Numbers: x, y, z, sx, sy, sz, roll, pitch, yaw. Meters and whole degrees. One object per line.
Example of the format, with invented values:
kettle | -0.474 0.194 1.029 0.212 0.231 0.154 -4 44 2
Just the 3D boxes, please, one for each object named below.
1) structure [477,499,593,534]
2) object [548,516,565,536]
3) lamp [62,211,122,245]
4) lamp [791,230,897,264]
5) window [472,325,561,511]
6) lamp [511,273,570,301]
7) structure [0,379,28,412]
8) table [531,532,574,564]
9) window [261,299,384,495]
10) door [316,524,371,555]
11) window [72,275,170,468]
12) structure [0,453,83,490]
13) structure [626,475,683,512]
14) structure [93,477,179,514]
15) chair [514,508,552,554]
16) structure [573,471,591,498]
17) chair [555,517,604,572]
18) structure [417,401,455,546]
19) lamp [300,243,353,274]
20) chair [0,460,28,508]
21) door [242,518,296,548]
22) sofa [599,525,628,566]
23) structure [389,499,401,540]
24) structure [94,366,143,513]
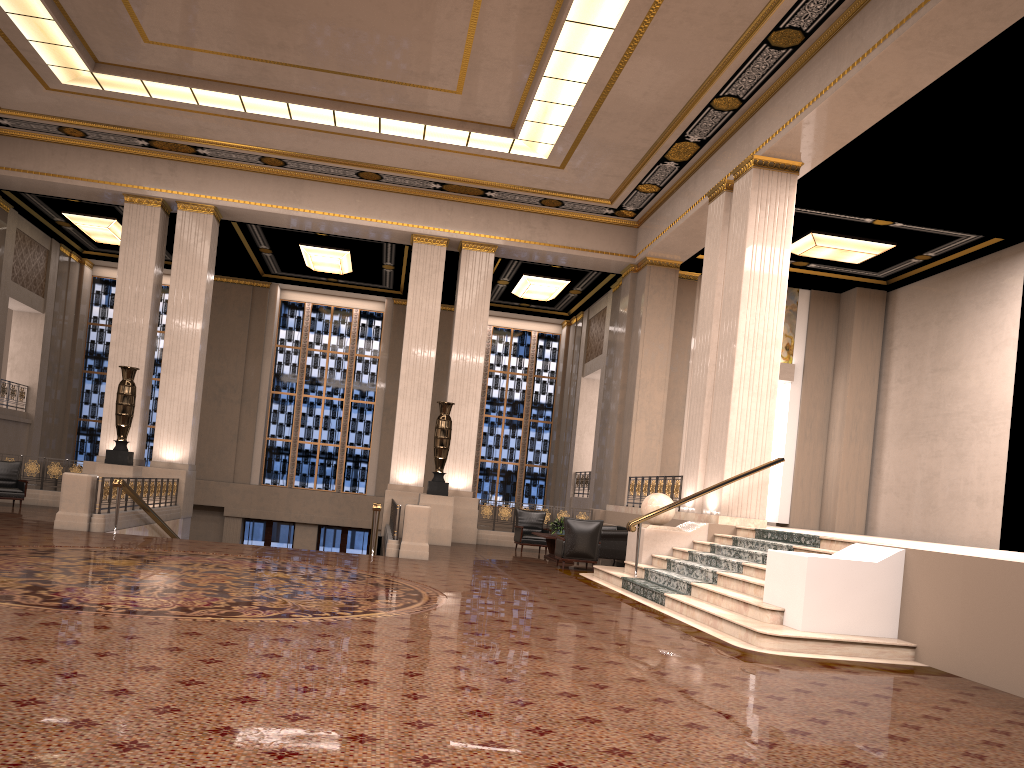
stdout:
structure | 0.496 2.920 19.033 2.539 0.654 0.032 7 -1 -9
object | 0.899 2.589 16.083 0.500 0.375 0.529 3 -5 24
lamp | -9.739 -3.636 20.957 1.169 0.213 2.027 7 -7 -8
lamp | 6.283 -2.586 16.985 1.718 0.213 1.174 7 -7 -8
window | -0.245 1.001 26.240 2.992 5.350 0.069 6 -1 -9
lamp | 0.702 -2.426 22.535 1.169 0.213 2.027 7 -7 -8
structure | -11.873 0.262 20.764 0.031 0.665 2.166 6 -7 -8
table | 0.872 2.997 16.094 0.840 0.434 1.483 6 -7 -8
window | -5.441 0.398 25.455 2.992 5.350 0.069 6 -1 -9
door | -4.877 5.385 25.082 1.494 2.720 0.155 6 -1 -9
window | -10.463 -0.184 24.696 2.992 5.350 0.069 6 -1 -9
structure | -9.781 1.729 17.480 2.539 0.654 0.032 7 -1 -8
structure | 2.682 2.028 16.434 0.032 0.621 3.713 6 -7 -8
structure | -6.288 1.875 15.084 0.079 0.534 4.962 6 -7 -7
chair | 0.409 2.957 17.728 0.649 0.842 0.719 6 -3 -13
structure | 1.870 2.602 22.844 0.031 0.665 2.166 6 -7 -8
chair | 1.071 2.595 14.351 0.648 0.842 0.720 6 -3 -8
structure | -1.444 1.750 17.328 0.701 2.784 0.700 6 -1 -8
lamp | -4.563 -3.036 21.739 1.169 0.213 2.027 7 -7 -8
chair | -9.367 1.824 16.247 0.653 0.842 0.715 8 -4 -43
door | -6.932 5.146 24.772 1.494 2.720 0.155 6 -1 -9
sofa | 1.788 2.969 16.236 0.876 0.704 1.932 6 -6 -8
structure | -2.123 2.357 15.714 0.079 0.534 4.961 6 -7 -8
structure | -7.279 1.074 16.446 0.701 2.784 0.700 6 -1 -8
